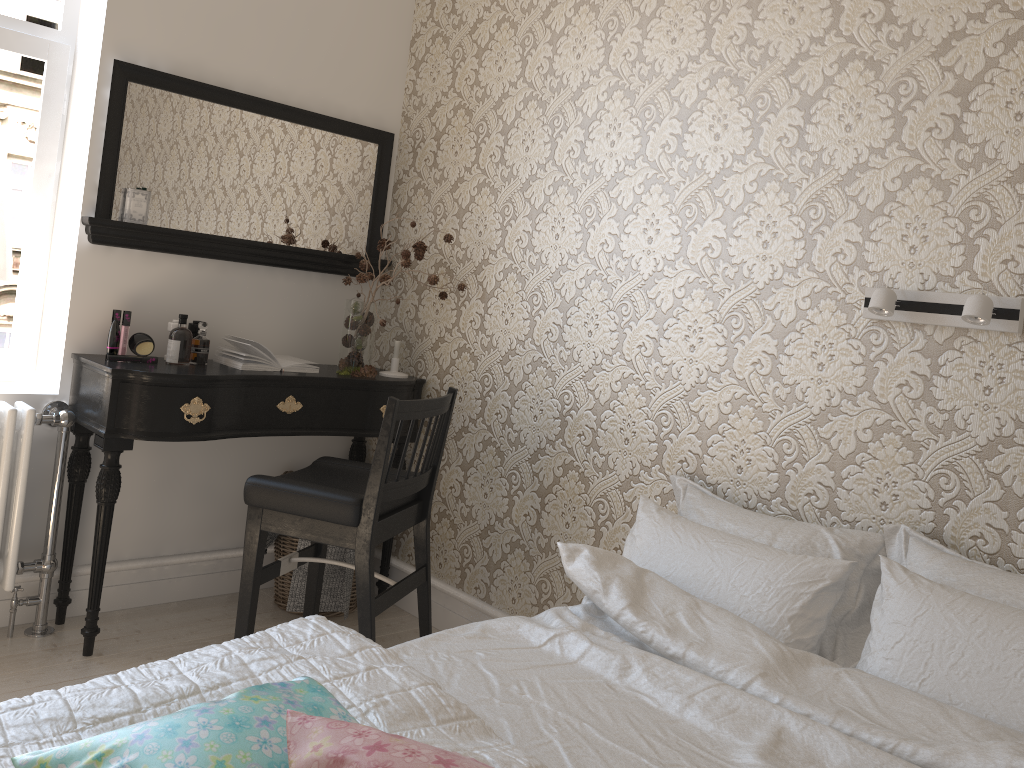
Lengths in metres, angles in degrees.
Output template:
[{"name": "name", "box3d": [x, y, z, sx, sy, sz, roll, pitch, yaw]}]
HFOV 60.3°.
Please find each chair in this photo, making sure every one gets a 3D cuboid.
[{"name": "chair", "box3d": [-0.461, 0.424, 2.519, 0.459, 0.862, 0.455, 7, 1, 17]}]

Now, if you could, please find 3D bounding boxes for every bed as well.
[{"name": "bed", "box3d": [0.064, 0.720, 1.227, 2.201, 0.631, 1.968, 2, 6, -43]}]

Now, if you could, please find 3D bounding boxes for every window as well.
[{"name": "window", "box3d": [-1.788, -0.902, 2.553, 0.944, 1.784, 0.111, 6, 0, -43]}]

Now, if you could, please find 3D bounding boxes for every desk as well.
[{"name": "desk", "box3d": [-0.853, 0.359, 2.921, 1.100, 0.823, 0.438, 4, 3, -43]}]

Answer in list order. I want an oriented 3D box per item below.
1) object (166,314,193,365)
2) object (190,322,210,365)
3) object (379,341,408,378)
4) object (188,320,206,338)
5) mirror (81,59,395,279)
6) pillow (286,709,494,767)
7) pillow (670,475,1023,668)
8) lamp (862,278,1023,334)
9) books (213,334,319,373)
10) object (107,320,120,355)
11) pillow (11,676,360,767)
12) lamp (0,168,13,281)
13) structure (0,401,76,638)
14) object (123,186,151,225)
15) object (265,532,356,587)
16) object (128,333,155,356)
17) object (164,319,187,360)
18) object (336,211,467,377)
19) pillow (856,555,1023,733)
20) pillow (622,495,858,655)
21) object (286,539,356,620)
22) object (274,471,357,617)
[{"name": "object", "box3d": [-1.036, -0.139, 2.759, 0.071, 0.158, 0.070, 7, 1, 41]}, {"name": "object", "box3d": [-0.997, -0.131, 2.829, 0.054, 0.139, 0.054, 7, 0, -4]}, {"name": "object", "box3d": [-0.420, -0.090, 3.180, 0.104, 0.131, 0.105, 7, 2, -8]}, {"name": "object", "box3d": [-1.045, -0.142, 2.915, 0.057, 0.134, 0.057, 7, 0, 7]}, {"name": "mirror", "box3d": [-0.864, -0.699, 3.055, 1.113, 0.572, 0.067, 3, 2, -43]}, {"name": "pillow", "box3d": [-0.058, 0.480, 0.825, 0.352, 0.202, 0.396, 6, 4, -11]}, {"name": "pillow", "box3d": [0.731, 0.475, 1.817, 0.309, 0.355, 1.263, 5, 5, -43]}, {"name": "lamp", "box3d": [0.896, -0.174, 1.882, 0.114, 0.093, 0.327, 4, 5, -43]}, {"name": "books", "box3d": [-0.823, -0.103, 2.971, 0.277, 0.095, 0.228, 3, 6, -41]}, {"name": "object", "box3d": [-1.212, -0.136, 2.688, 0.031, 0.120, 0.054, 7, 0, -5]}, {"name": "pillow", "box3d": [-0.312, 0.458, 0.965, 0.360, 0.168, 0.385, 3, 5, -38]}, {"name": "lamp", "box3d": [-1.632, -0.312, 2.539, 0.337, 0.653, 0.343, 6, 1, -31]}, {"name": "structure", "box3d": [-1.726, 0.387, 2.289, 1.063, 0.682, 0.167, 3, 2, -43]}, {"name": "object", "box3d": [-1.179, -0.563, 2.778, 0.072, 0.121, 0.037, 6, 0, -38]}, {"name": "object", "box3d": [-0.716, 0.553, 3.080, 0.365, 0.332, 0.305, 4, 3, -43]}, {"name": "object", "box3d": [-1.153, -0.116, 2.724, 0.080, 0.086, 0.083, 7, 2, -4]}, {"name": "object", "box3d": [-1.084, -0.140, 2.842, 0.057, 0.134, 0.057, 7, 0, 7]}, {"name": "object", "box3d": [-0.414, -0.299, 3.088, 0.544, 0.600, 0.316, 7, 1, 17]}, {"name": "pillow", "box3d": [0.855, 0.532, 1.504, 0.201, 0.308, 0.568, 6, 4, -44]}, {"name": "pillow", "box3d": [0.444, 0.465, 1.938, 0.203, 0.303, 0.565, 6, 4, -44]}, {"name": "object", "box3d": [-0.660, 0.577, 3.084, 0.289, 0.356, 0.350, 7, 2, -4]}, {"name": "object", "box3d": [-0.663, 0.560, 3.128, 0.392, 0.432, 0.395, 6, 2, -12]}]
